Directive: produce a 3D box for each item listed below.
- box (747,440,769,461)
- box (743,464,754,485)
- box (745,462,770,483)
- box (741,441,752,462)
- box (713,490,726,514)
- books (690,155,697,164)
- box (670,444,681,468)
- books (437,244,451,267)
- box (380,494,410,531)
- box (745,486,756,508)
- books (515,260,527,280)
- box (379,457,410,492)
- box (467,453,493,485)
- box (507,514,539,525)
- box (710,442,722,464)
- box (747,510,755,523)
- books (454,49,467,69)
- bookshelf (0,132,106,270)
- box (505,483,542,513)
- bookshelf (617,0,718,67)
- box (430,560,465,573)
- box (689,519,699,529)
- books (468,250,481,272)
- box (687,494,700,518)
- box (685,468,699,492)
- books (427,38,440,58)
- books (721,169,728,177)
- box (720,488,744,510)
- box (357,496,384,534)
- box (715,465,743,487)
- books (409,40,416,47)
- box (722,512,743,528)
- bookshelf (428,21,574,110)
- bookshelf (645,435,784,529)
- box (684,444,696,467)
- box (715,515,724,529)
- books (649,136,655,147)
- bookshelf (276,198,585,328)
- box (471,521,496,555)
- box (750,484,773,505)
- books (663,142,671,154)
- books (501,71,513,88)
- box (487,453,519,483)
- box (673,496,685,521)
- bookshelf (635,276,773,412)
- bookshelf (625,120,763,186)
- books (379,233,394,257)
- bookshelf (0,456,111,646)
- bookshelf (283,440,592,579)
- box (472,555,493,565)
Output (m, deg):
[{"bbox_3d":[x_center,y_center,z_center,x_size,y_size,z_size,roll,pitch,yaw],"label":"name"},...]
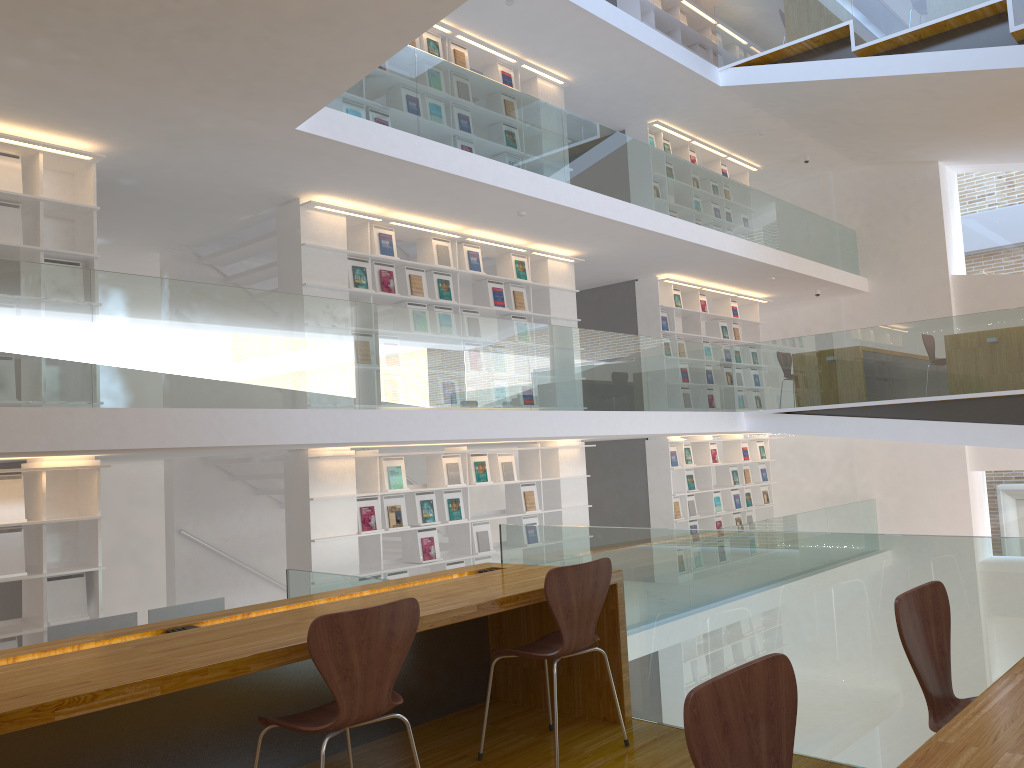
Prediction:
[{"bbox_3d":[3.637,0.992,13.225,0.274,0.296,0.245,-7,-6,41],"label":"box"},{"bbox_3d":[3.305,1.305,12.805,0.274,0.296,0.245,-7,-6,41],"label":"box"},{"bbox_3d":[3.654,1.319,13.198,0.274,0.296,0.245,-7,-6,41],"label":"box"},{"bbox_3d":[3.288,0.979,12.832,0.274,0.296,0.245,-7,-6,41],"label":"box"},{"bbox_3d":[2.725,1.609,12.106,0.274,0.296,0.245,-7,-6,41],"label":"box"},{"bbox_3d":[2.544,-3.091,12.412,0.037,0.210,0.145,-7,-6,41],"label":"books"},{"bbox_3d":[1.978,0.929,11.358,0.274,0.296,0.245,-7,-6,41],"label":"box"},{"bbox_3d":[-0.649,-1.216,8.435,0.037,0.210,0.145,-7,-6,41],"label":"books"},{"bbox_3d":[-1.083,1.124,7.793,0.274,0.296,0.245,-7,-6,41],"label":"box"},{"bbox_3d":[3.316,1.632,12.771,0.274,0.296,0.245,-7,-6,41],"label":"box"},{"bbox_3d":[0.095,-1.186,9.272,0.037,0.210,0.145,-7,-6,41],"label":"books"},{"bbox_3d":[-1.091,0.795,7.812,0.274,0.296,0.245,-7,-6,41],"label":"box"},{"bbox_3d":[-0.372,0.824,8.621,0.274,0.296,0.245,-7,-6,41],"label":"box"},{"bbox_3d":[0.134,1.498,9.097,0.274,0.296,0.245,-7,-6,41],"label":"box"},{"bbox_3d":[2.678,0.953,12.142,0.274,0.296,0.245,-7,-6,41],"label":"box"},{"bbox_3d":[3.346,1.960,12.759,0.274,0.296,0.245,-7,-6,41],"label":"box"},{"bbox_3d":[-0.517,-3.236,8.875,0.037,0.210,0.145,-7,-6,41],"label":"books"},{"bbox_3d":[-3.842,-0.695,4.903,0.498,1.836,2.984,-7,-6,41],"label":"bookshelf"},{"bbox_3d":[0.115,1.171,9.122,0.274,0.296,0.245,-7,-6,41],"label":"box"},{"bbox_3d":[2.606,-4.471,12.730,0.498,1.836,2.984,-7,-6,41],"label":"bookshelf"},{"bbox_3d":[-0.575,1.796,8.253,0.274,0.296,0.245,-7,-6,41],"label":"box"},{"bbox_3d":[2.304,1.918,11.586,0.274,0.296,0.245,-7,-6,41],"label":"box"},{"bbox_3d":[-0.370,-1.207,8.749,0.037,0.210,0.145,-7,-6,41],"label":"books"},{"bbox_3d":[2.261,1.590,11.584,0.274,0.296,0.245,-7,-6,41],"label":"box"},{"bbox_3d":[2.259,1.259,11.628,0.274,0.296,0.245,-7,-6,41],"label":"box"},{"bbox_3d":[-0.759,-3.238,8.602,0.037,0.210,0.145,-7,-6,41],"label":"books"},{"bbox_3d":[3.147,-3.067,13.091,0.037,0.210,0.145,-7,-6,41],"label":"books"},{"bbox_3d":[3.082,1.623,12.508,0.274,0.296,0.245,-7,-6,41],"label":"box"},{"bbox_3d":[-1.276,1.114,7.558,0.274,0.296,0.245,-7,-6,41],"label":"box"},{"bbox_3d":[3.065,1.296,12.535,0.274,0.296,0.245,-7,-6,41],"label":"box"},{"bbox_3d":[-0.969,-3.254,8.366,0.037,0.210,0.145,-7,-6,41],"label":"books"},{"bbox_3d":[3.108,1.950,12.491,0.274,0.296,0.245,-7,-6,41],"label":"box"},{"bbox_3d":[-0.653,-2.599,8.784,0.498,1.836,3.666,-7,-6,41],"label":"bookshelf"},{"bbox_3d":[2.927,1.623,12.228,0.498,1.836,2.984,-7,-6,41],"label":"bookshelf"},{"bbox_3d":[2.226,0.937,11.637,0.274,0.296,0.245,-7,-6,41],"label":"box"},{"bbox_3d":[2.733,1.935,12.069,0.274,0.296,0.245,-7,-6,41],"label":"box"},{"bbox_3d":[1.819,-3.140,11.599,0.037,0.210,0.145,-7,-6,41],"label":"books"},{"bbox_3d":[-0.546,-0.562,8.616,0.498,1.836,3.666,-7,-6,41],"label":"bookshelf"},{"bbox_3d":[-0.347,1.479,8.556,0.274,0.296,0.245,-7,-6,41],"label":"box"},{"bbox_3d":[3.680,1.646,13.181,0.274,0.296,0.245,-7,-6,41],"label":"box"},{"bbox_3d":[2.086,-3.125,11.899,0.037,0.210,0.145,-7,-6,41],"label":"books"},{"bbox_3d":[-0.047,-3.202,9.402,0.037,0.210,0.145,-7,-6,41],"label":"books"},{"bbox_3d":[-2.303,2.479,6.193,0.498,3.764,7.125,-7,-6,41],"label":"box"},{"bbox_3d":[2.012,1.580,11.303,0.274,0.296,0.245,-7,-6,41],"label":"box"},{"bbox_3d":[2.819,-0.428,12.397,0.498,1.836,2.984,-7,-6,41],"label":"bookshelf"},{"bbox_3d":[2.712,-2.465,12.565,0.498,1.836,2.984,-7,-6,41],"label":"bookshelf"},{"bbox_3d":[-1.119,-1.237,7.906,0.037,0.210,0.145,-7,-6,41],"label":"books"},{"bbox_3d":[-3.734,1.356,4.734,0.498,1.836,2.984,-7,-6,41],"label":"bookshelf"},{"bbox_3d":[-0.476,1.494,8.481,0.397,1.836,3.666,-7,-6,41],"label":"bookshelf"},{"bbox_3d":[-0.326,1.806,8.533,0.274,0.296,0.245,-7,-6,41],"label":"box"}]
